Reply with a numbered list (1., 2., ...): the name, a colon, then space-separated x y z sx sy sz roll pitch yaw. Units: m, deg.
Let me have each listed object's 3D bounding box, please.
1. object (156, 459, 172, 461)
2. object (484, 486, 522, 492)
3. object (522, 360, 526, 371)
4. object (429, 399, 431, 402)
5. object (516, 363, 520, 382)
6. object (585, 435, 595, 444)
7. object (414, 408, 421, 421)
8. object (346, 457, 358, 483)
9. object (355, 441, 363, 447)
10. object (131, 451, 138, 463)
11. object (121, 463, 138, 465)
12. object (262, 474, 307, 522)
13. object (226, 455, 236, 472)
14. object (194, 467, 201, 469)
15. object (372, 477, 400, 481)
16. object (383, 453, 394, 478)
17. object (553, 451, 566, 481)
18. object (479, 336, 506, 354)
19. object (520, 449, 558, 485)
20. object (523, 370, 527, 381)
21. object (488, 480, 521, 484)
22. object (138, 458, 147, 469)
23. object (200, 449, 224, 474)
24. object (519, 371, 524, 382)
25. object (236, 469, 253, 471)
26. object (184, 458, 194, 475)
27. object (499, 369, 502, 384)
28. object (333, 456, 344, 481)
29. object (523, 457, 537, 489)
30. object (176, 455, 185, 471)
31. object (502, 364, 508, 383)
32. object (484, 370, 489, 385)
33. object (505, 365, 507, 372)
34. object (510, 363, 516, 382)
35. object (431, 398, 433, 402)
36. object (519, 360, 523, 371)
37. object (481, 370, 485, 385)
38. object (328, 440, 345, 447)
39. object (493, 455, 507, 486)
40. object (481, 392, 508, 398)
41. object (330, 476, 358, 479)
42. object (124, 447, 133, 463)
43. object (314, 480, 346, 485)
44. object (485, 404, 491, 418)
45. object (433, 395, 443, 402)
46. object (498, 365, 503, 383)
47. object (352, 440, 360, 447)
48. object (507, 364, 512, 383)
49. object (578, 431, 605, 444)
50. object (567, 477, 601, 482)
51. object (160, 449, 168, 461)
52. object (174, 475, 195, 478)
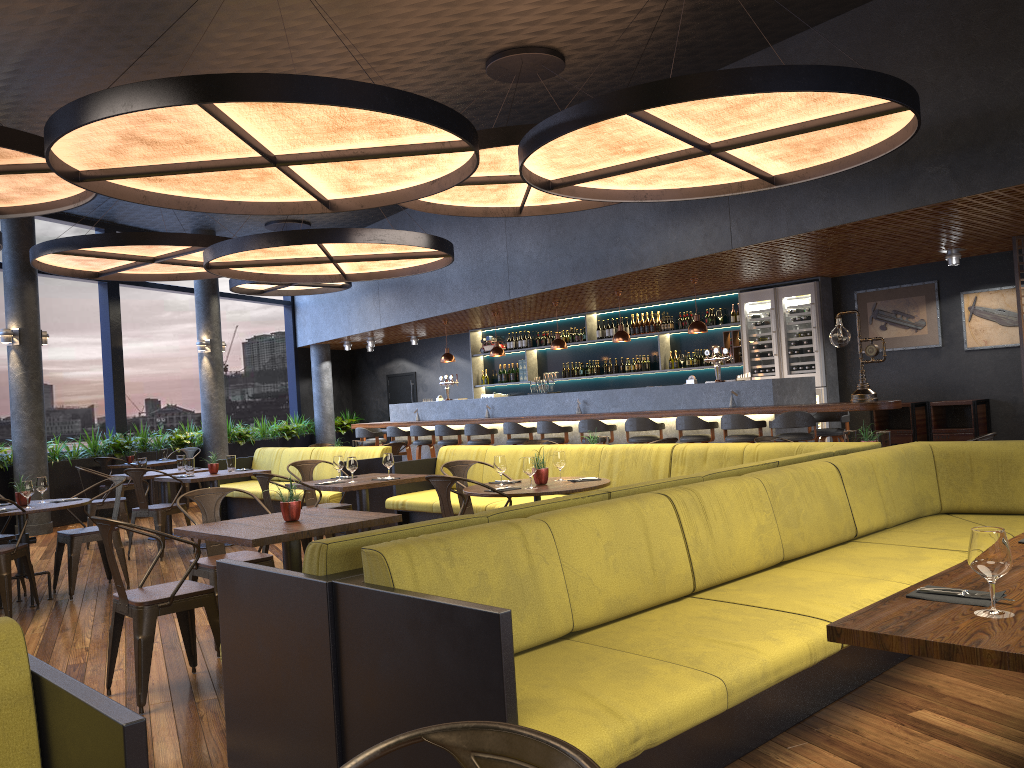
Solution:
1. object: -5.259 1.150 13.451 0.255 0.019 0.157 -4 -1 22
2. object: -0.046 0.688 5.847 0.255 0.019 0.157 -3 -1 -41
3. object: 0.253 -0.336 15.723 0.080 0.192 0.098 -3 -1 -44
4. object: -1.451 0.287 15.644 0.042 0.059 0.042 -5 -1 44
5. object: 0.109 -0.204 16.017 0.094 0.340 0.094 -3 -1 -21
6. object: 0.781 0.606 8.861 0.102 0.178 0.102 -3 -1 -8
7. object: -1.572 0.506 14.658 0.114 0.203 0.069 -4 -1 4
8. object: -1.302 0.698 7.222 0.097 0.206 0.097 -3 -1 -43
9. object: -1.947 0.823 11.339 0.102 0.178 0.102 -4 -1 32
10. object: -5.536 1.080 13.018 0.102 0.178 0.102 -4 -1 28
11. object: -5.544 1.157 12.850 0.255 0.019 0.157 -4 -1 22
12. object: -1.228 0.616 4.875 0.260 0.271 0.238 -3 -1 -9
13. object: -3.022 0.859 9.552 0.102 0.178 0.102 -4 -1 12
14. object: -3.828 1.009 10.631 0.157 0.019 0.255 -3 -1 -44
15. object: -1.050 0.777 7.289 0.157 0.019 0.255 -3 -1 -43
16. object: -1.039 0.686 7.464 0.097 0.206 0.097 -4 -1 38
17. object: 0.337 0.577 6.245 0.097 0.206 0.097 -4 -1 -2
18. object: -0.373 -0.734 16.411 0.229 0.319 0.579 -3 -1 -44
19. object: 0.195 0.547 6.042 0.238 0.271 0.260 -3 -1 -22
20. object: 0.265 -0.144 15.720 0.080 0.192 0.098 -3 -1 -44
21. object: -0.037 0.696 6.322 0.157 0.019 0.255 -3 -1 -37
22. object: -4.320 0.956 10.370 0.102 0.178 0.102 -4 -1 22
23. object: -3.184 0.822 9.476 0.238 0.271 0.260 -4 -1 -5
24. object: 0.196 -0.138 15.793 0.080 0.192 0.098 -3 -1 -44
25. object: -2.938 0.936 9.698 0.157 0.019 0.255 -3 -1 -44
26. object: -3.429 0.883 9.437 0.102 0.178 0.102 -3 -1 -38
27. object: -0.201 -0.180 16.296 0.094 0.340 0.094 -3 -1 -8
28. object: -1.469 0.714 7.520 0.097 0.206 0.097 -4 -1 38
29. object: 0.120 0.583 5.825 0.097 0.206 0.097 -4 -1 -5
30. object: -3.912 0.932 10.486 0.102 0.178 0.102 -4 -1 22
31. object: -0.135 -0.187 16.106 0.094 0.340 0.094 -3 -1 -30
32. object: -0.478 -0.125 16.569 0.079 0.281 0.079 -3 -1 -40
33. object: -0.123 -0.186 16.223 0.094 0.340 0.094 -3 -1 -38
34. object: 0.019 -0.199 15.961 0.094 0.340 0.094 -4 -1 -4
35. object: -1.414 0.286 15.678 0.042 0.059 0.042 -5 -1 44
36. object: 0.185 -0.330 15.798 0.080 0.192 0.098 -3 -1 -44
37. object: -0.542 -0.120 16.632 0.079 0.281 0.079 -3 -1 -25
38. object: -2.224 0.793 11.317 0.238 0.271 0.260 -3 -1 -39
39. object: -0.080 0.602 6.154 0.097 0.206 0.097 -3 -1 -19
40. object: -0.374 0.442 16.228 0.550 0.569 0.355 -3 -1 -44
41. object: -1.445 0.809 7.692 0.157 0.019 0.255 -3 -1 -43
42. object: -5.726 1.050 13.266 0.260 0.271 0.238 -3 -1 -42
43. object: -1.469 0.803 7.238 0.255 0.019 0.157 -3 -1 -43
44. object: -0.366 0.408 13.412 0.114 0.203 0.069 -4 -1 7
45. object: -1.110 0.249 16.033 0.766 0.106 0.200 -3 -1 -44
46. object: -0.212 -0.181 16.168 0.094 0.340 0.094 -3 -1 -21
47. object: -2.062 0.837 11.747 0.102 0.178 0.102 -3 -1 -8
48. object: -0.042 -0.192 16.159 0.094 0.340 0.094 -3 -1 -21
49. object: 0.796 0.555 8.638 0.238 0.271 0.260 -3 -1 -22
50. object: 0.481 0.660 6.137 0.255 0.019 0.157 -3 -1 -11
51. object: -5.208 1.064 13.287 0.102 0.178 0.102 -4 -1 38
52. object: -3.439 0.960 9.262 0.157 0.019 0.255 -3 -1 -44
